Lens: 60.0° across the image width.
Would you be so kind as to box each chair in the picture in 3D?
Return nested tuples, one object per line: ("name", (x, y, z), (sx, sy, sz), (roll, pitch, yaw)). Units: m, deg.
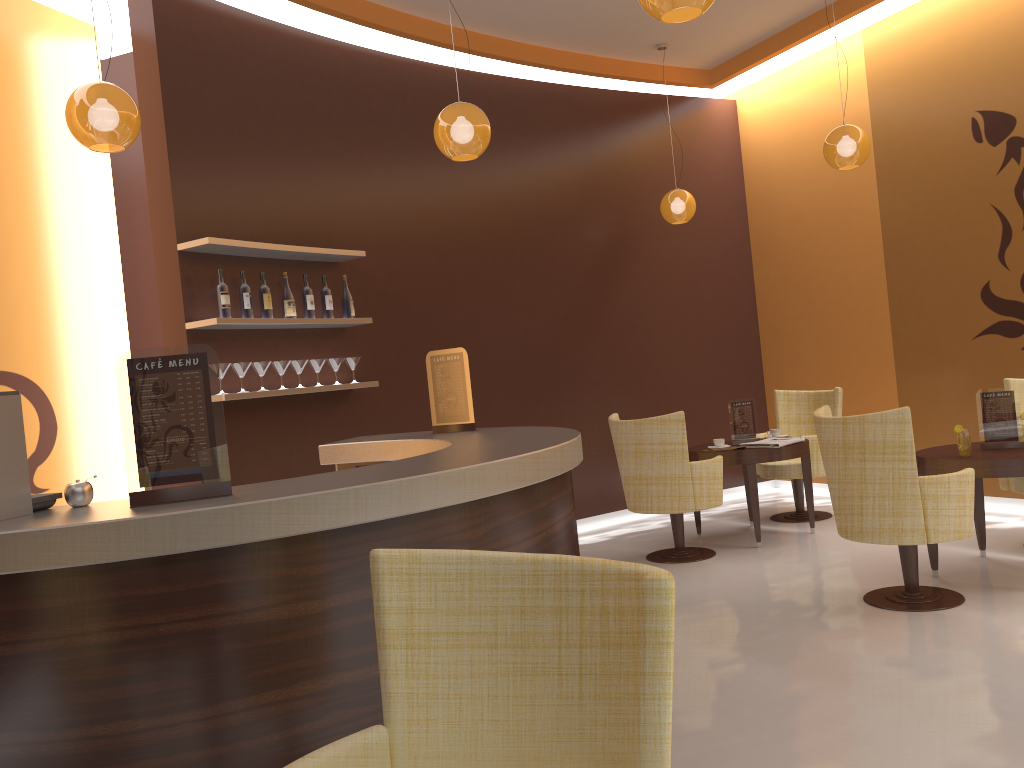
("chair", (3.339, 0.460, 5.348), (0.685, 1.017, 0.729), (-6, 0, -39))
("chair", (2.305, 0.554, 7.106), (0.685, 1.017, 0.729), (-6, 0, -28))
("chair", (1.964, 0.604, 4.544), (0.685, 1.017, 0.729), (-6, 0, -10))
("chair", (-0.059, 0.829, 1.490), (0.729, 1.017, 0.685), (-5, 0, 41))
("chair", (1.075, 0.685, 6.096), (0.685, 1.017, 0.729), (-6, 0, -30))

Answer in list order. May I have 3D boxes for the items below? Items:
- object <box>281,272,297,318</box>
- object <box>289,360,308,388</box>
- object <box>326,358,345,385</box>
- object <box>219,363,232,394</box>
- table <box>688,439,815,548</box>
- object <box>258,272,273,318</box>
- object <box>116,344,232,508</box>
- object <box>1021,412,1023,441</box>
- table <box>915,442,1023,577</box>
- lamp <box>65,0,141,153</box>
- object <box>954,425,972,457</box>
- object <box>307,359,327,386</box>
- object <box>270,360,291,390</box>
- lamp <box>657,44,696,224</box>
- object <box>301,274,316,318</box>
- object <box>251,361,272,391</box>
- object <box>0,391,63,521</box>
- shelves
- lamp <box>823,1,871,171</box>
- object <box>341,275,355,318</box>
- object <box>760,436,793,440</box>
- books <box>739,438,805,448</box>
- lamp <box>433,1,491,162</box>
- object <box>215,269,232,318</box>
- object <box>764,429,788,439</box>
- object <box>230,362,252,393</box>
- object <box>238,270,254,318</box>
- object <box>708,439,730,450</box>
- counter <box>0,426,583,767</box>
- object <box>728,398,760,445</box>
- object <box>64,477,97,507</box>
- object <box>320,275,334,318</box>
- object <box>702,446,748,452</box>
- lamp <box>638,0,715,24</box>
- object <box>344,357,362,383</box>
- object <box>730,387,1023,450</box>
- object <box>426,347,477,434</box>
("object", (-1.395, -0.543, 5.508), (0.086, 0.303, 0.086), (-6, 0, -44))
("object", (-1.329, -0.059, 5.536), (0.137, 0.174, 0.137), (-6, 0, 38))
("object", (-1.149, -0.079, 5.788), (0.137, 0.174, 0.137), (-6, 0, -2))
("object", (-1.649, -0.025, 5.017), (0.137, 0.174, 0.137), (-6, 0, 28))
("table", (1.759, 0.783, 6.527), (0.872, 0.679, 0.874), (-6, 0, 9))
("object", (-1.491, -0.527, 5.348), (0.073, 0.297, 0.073), (-6, 0, -30))
("object", (-0.902, 0.107, 2.367), (0.258, 0.414, 0.052), (-6, 0, -13))
("object", (2.909, 0.248, 5.059), (0.067, 0.171, 0.072), (-6, 0, 20))
("table", (2.721, 0.696, 4.874), (0.872, 0.679, 0.874), (-6, 0, 4))
("lamp", (-1.824, -1.762, 3.823), (0.299, 1.500, 0.299), (-6, 0, -9))
("object", (2.411, 0.301, 4.729), (0.072, 0.171, 0.067), (-6, 1, -45))
("object", (-1.242, -0.069, 5.662), (0.137, 0.174, 0.137), (-6, 0, 38))
("object", (-1.407, -0.050, 5.412), (0.137, 0.174, 0.137), (-6, 0, 38))
("lamp", (1.339, -2.106, 7.479), (0.299, 1.500, 0.299), (-6, 0, -27))
("object", (-1.299, -0.548, 5.635), (0.073, 0.297, 0.073), (-6, 0, 11))
("object", (-1.492, -0.042, 5.284), (0.137, 0.174, 0.137), (-6, 0, 38))
("object", (-1.477, 0.202, 2.415), (0.270, 0.340, 0.373), (-6, 0, 18))
("shelves", (-1.982, -0.315, 3.838), (0.586, 0.902, 4.744), (-6, 0, 20))
("lamp", (2.158, -2.179, 5.878), (0.299, 1.500, 0.299), (-6, 0, 16))
("object", (-1.101, -0.575, 5.904), (0.086, 0.303, 0.086), (-6, 0, -13))
("object", (2.014, 0.404, 6.699), (0.239, 0.021, 0.464), (-6, 0, -31))
("books", (1.852, 0.416, 6.297), (0.367, 0.035, 0.345), (-6, 0, -37))
("lamp", (-0.320, -1.920, 4.600), (0.299, 1.500, 0.299), (-6, 0, -9))
("object", (-1.653, -0.508, 5.065), (0.073, 0.297, 0.073), (-6, 0, 11))
("object", (1.993, 0.377, 6.696), (0.153, 0.069, 0.153), (-6, 0, -44))
("object", (-1.571, -0.034, 5.150), (0.137, 0.174, 0.137), (-6, 0, 28))
("object", (-1.569, -0.518, 5.214), (0.073, 0.297, 0.073), (-6, 0, 11))
("object", (1.483, 0.431, 6.352), (0.153, 0.069, 0.153), (-6, 0, -1))
("counter", (-0.494, 0.820, 3.332), (1.586, 1.100, 2.917), (-6, 0, 18))
("object", (1.718, 0.277, 6.573), (0.209, 0.335, 0.042), (-6, 0, -4))
("object", (-1.228, 0.308, 2.514), (0.075, 0.077, 0.075), (-6, 0, 32))
("object", (-1.207, -0.558, 5.764), (0.073, 0.297, 0.073), (-6, 0, 11))
("object", (1.471, 0.461, 6.341), (0.239, 0.021, 0.464), (-6, 0, -13))
("lamp", (0.499, -1.993, 2.998), (0.299, 1.500, 0.299), (-5, 0, 41))
("object", (-1.059, -0.089, 5.915), (0.137, 0.174, 0.137), (-6, 0, 38))
("object", (2.227, 0.231, 5.716), (0.187, 0.335, 2.090), (-6, 0, -31))
("object", (-0.309, 0.033, 4.406), (0.258, 0.414, 0.052), (-6, 0, 32))
